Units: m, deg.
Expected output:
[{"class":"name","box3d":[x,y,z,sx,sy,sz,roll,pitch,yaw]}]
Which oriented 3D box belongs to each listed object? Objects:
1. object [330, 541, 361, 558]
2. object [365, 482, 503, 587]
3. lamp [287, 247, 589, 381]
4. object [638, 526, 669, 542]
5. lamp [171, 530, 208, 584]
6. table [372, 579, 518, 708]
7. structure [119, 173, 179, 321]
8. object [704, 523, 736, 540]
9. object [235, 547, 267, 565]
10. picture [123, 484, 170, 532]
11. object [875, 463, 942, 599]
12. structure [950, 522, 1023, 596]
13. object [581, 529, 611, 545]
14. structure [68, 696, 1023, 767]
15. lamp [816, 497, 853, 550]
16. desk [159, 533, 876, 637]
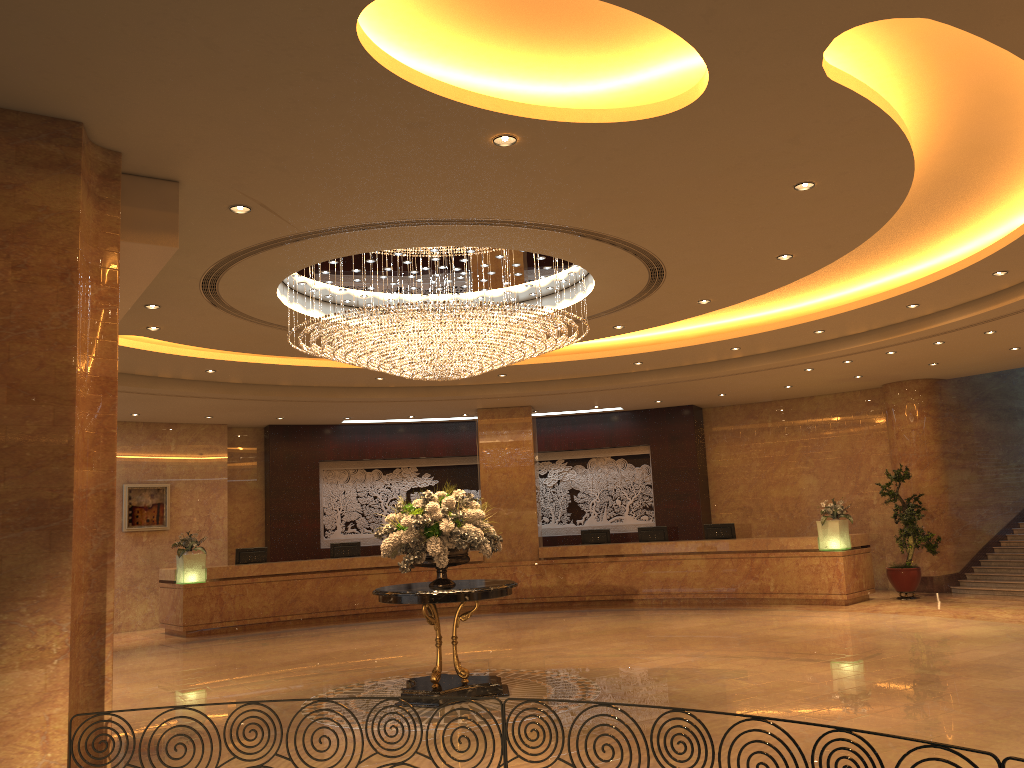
[{"class":"object","box3d":[-3.289,3.379,17.519,0.531,0.500,0.430,-6,-9,17]},{"class":"object","box3d":[-0.744,1.584,9.227,1.277,0.999,1.318,-3,-9,-2]},{"class":"lamp","box3d":[-0.778,-0.635,9.583,3.206,1.196,3.204,-3,-9,4]},{"class":"object","box3d":[2.800,3.074,17.552,0.430,0.500,0.531,2,-10,-30]},{"class":"lamp","box3d":[-5.715,3.059,15.719,0.577,0.925,0.542,2,-10,-31]},{"class":"table","box3d":[-0.659,2.609,9.055,1.493,1.089,1.493,4,-11,-39]},{"class":"structure","box3d":[-3.602,-0.867,7.758,0.425,0.483,4.113,3,-10,-33]},{"class":"object","box3d":[3.998,2.932,17.019,0.430,0.500,0.531,1,-10,-25]},{"class":"object","box3d":[-4.916,3.340,16.723,0.531,0.500,0.430,-4,-9,4]},{"class":"picture","box3d":[-7.067,2.386,17.168,0.875,0.890,0.068,5,-12,-41]},{"class":"object","box3d":[7.031,2.601,15.756,0.843,2.363,1.250,-10,-11,37]},{"class":"structure","box3d":[11.461,0.998,17.355,7.472,5.560,9.849,3,-10,-33]},{"class":"object","box3d":[1.696,3.180,17.875,0.430,0.500,0.531,3,-11,-36]},{"class":"structure","box3d":[0.424,1.646,1.554,3.815,0.995,7.624,-1,-9,-15]},{"class":"lamp","box3d":[5.635,2.416,15.382,0.606,0.897,0.532,-9,-11,35]},{"class":"desk","box3d":[0.030,3.737,16.854,12.951,1.155,3.466,-3,-9,1]}]
